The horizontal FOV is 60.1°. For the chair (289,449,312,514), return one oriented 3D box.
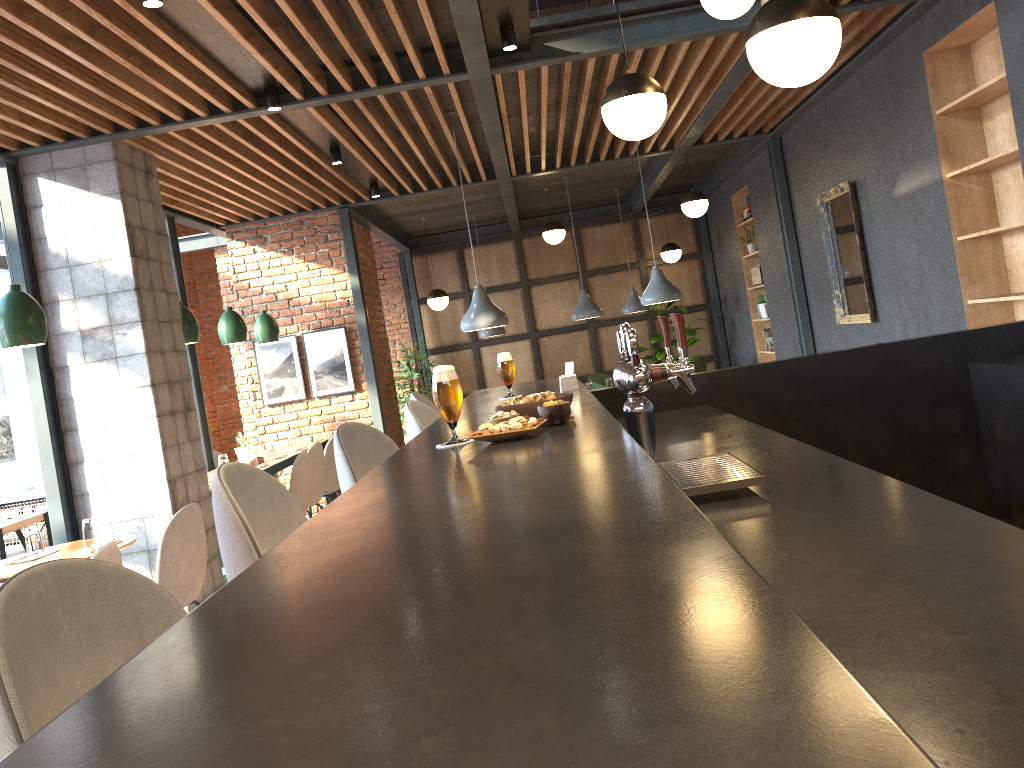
[{"bbox_3d":[-1.627,0.939,6.230,0.508,0.887,0.418,-9,0,-2],"label":"chair"}]

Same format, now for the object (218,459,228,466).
[{"bbox_3d":[-2.021,0.601,6.221,0.080,0.138,0.080,-9,1,25],"label":"object"}]

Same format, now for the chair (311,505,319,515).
[{"bbox_3d":[-1.630,0.862,7.926,0.508,0.887,0.418,-9,0,-2],"label":"chair"}]

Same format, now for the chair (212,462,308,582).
[{"bbox_3d":[-0.205,0.722,1.662,0.508,1.243,0.418,-9,0,-2],"label":"chair"}]

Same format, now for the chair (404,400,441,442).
[{"bbox_3d":[-0.044,0.636,3.203,0.507,1.243,0.419,-9,0,8],"label":"chair"}]

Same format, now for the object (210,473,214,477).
[{"bbox_3d":[-2.213,0.674,6.791,0.157,0.019,0.243,-9,3,2],"label":"object"}]

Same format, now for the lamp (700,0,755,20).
[{"bbox_3d":[0.718,-3.571,4.114,0.268,3.794,0.268,-9,0,8],"label":"lamp"}]

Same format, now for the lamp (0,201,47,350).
[{"bbox_3d":[-2.495,-1.175,4.235,0.223,2.022,0.224,-9,0,6],"label":"lamp"}]

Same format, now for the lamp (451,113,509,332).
[{"bbox_3d":[-0.555,-2.610,6.339,0.351,4.490,0.354,-9,0,37],"label":"lamp"}]

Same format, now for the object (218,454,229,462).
[{"bbox_3d":[-2.202,0.606,6.769,0.080,0.138,0.080,-9,1,25],"label":"object"}]

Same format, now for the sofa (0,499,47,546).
[{"bbox_3d":[-4.027,1.344,7.735,1.091,0.733,0.471,-9,1,2],"label":"sofa"}]

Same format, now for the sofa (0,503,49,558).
[{"bbox_3d":[-4.053,1.385,6.938,1.091,0.733,0.471,-9,1,2],"label":"sofa"}]

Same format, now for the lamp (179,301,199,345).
[{"bbox_3d":[-2.434,-1.272,6.136,0.223,2.022,0.224,-9,0,6],"label":"lamp"}]

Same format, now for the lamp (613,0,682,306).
[{"bbox_3d":[0.907,-2.905,7.520,0.351,4.490,0.354,-9,0,37],"label":"lamp"}]

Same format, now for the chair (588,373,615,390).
[{"bbox_3d":[1.346,0.243,11.503,0.513,0.819,0.641,-9,1,34],"label":"chair"}]

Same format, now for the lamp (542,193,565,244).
[{"bbox_3d":[0.201,-3.499,10.324,0.269,3.794,0.267,-9,0,-19],"label":"lamp"}]

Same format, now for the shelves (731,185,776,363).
[{"bbox_3d":[2.981,-0.918,10.228,0.284,2.706,0.836,-9,0,2],"label":"shelves"}]

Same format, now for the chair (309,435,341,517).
[{"bbox_3d":[-1.609,0.884,7.378,0.507,0.887,0.419,-9,0,9],"label":"chair"}]

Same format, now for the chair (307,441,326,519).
[{"bbox_3d":[-1.649,0.917,6.805,0.507,0.887,0.419,-9,0,8],"label":"chair"}]

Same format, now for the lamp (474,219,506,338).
[{"bbox_3d":[-0.614,-2.842,11.633,0.351,4.490,0.354,-9,0,37],"label":"lamp"}]

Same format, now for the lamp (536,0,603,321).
[{"bbox_3d":[0.468,-2.933,9.724,0.351,4.490,0.354,-9,0,37],"label":"lamp"}]

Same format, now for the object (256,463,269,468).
[{"bbox_3d":[-1.967,0.634,6.783,0.157,0.019,0.243,-9,3,2],"label":"object"}]

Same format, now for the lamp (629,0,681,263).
[{"bbox_3d":[1.805,-3.464,11.656,0.269,3.794,0.267,-9,0,-45],"label":"lamp"}]

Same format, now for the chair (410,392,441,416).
[{"bbox_3d":[-0.120,0.611,4.034,0.507,1.243,0.418,-9,0,2],"label":"chair"}]

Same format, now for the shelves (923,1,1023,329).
[{"bbox_3d":[2.808,-0.646,4.884,0.284,2.706,0.836,-9,0,2],"label":"shelves"}]

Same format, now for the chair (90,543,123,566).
[{"bbox_3d":[-1.683,1.081,3.321,0.508,0.887,0.418,-9,0,-2],"label":"chair"}]

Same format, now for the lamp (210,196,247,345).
[{"bbox_3d":[-2.401,-1.324,7.148,0.223,2.022,0.224,-9,0,6],"label":"lamp"}]

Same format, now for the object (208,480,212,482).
[{"bbox_3d":[-2.221,0.699,6.263,0.157,0.019,0.243,-9,3,2],"label":"object"}]

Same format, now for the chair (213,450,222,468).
[{"bbox_3d":[-2.401,0.992,7.859,0.507,0.887,0.419,-9,0,9],"label":"chair"}]

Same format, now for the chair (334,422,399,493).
[{"bbox_3d":[-0.138,0.687,2.424,0.507,1.243,0.419,-9,0,13],"label":"chair"}]

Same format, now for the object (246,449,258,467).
[{"bbox_3d":[-2.000,0.571,6.806,0.080,0.138,0.080,-10,1,-35],"label":"object"}]

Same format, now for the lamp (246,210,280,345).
[{"bbox_3d":[-2.372,-1.369,8.038,0.223,2.022,0.224,-9,0,6],"label":"lamp"}]

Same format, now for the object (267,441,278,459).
[{"bbox_3d":[-1.998,0.545,7.374,0.080,0.138,0.080,-10,1,-25],"label":"object"}]

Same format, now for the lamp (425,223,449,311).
[{"bbox_3d":[-1.208,-2.787,11.032,0.269,3.794,0.267,-9,0,-45],"label":"lamp"}]

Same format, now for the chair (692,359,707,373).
[{"bbox_3d":[2.155,0.139,10.876,0.513,0.819,0.641,-9,1,39],"label":"chair"}]

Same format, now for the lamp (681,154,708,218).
[{"bbox_3d":[1.534,-3.532,8.838,0.269,3.794,0.267,-9,0,-26],"label":"lamp"}]

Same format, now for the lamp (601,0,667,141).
[{"bbox_3d":[0.215,-2.876,3.642,0.268,3.794,0.268,-9,0,4],"label":"lamp"}]

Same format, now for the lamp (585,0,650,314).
[{"bbox_3d":[1.209,-3.123,11.214,0.351,4.490,0.354,-9,0,37],"label":"lamp"}]

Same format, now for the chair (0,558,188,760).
[{"bbox_3d":[-0.156,0.760,0.895,0.507,1.243,0.418,-9,0,0],"label":"chair"}]

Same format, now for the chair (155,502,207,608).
[{"bbox_3d":[-1.682,1.040,4.212,0.507,0.887,0.419,-9,0,8],"label":"chair"}]

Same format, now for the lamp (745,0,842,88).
[{"bbox_3d":[0.538,-2.747,2.603,0.268,3.794,0.268,-9,0,-7],"label":"lamp"}]
